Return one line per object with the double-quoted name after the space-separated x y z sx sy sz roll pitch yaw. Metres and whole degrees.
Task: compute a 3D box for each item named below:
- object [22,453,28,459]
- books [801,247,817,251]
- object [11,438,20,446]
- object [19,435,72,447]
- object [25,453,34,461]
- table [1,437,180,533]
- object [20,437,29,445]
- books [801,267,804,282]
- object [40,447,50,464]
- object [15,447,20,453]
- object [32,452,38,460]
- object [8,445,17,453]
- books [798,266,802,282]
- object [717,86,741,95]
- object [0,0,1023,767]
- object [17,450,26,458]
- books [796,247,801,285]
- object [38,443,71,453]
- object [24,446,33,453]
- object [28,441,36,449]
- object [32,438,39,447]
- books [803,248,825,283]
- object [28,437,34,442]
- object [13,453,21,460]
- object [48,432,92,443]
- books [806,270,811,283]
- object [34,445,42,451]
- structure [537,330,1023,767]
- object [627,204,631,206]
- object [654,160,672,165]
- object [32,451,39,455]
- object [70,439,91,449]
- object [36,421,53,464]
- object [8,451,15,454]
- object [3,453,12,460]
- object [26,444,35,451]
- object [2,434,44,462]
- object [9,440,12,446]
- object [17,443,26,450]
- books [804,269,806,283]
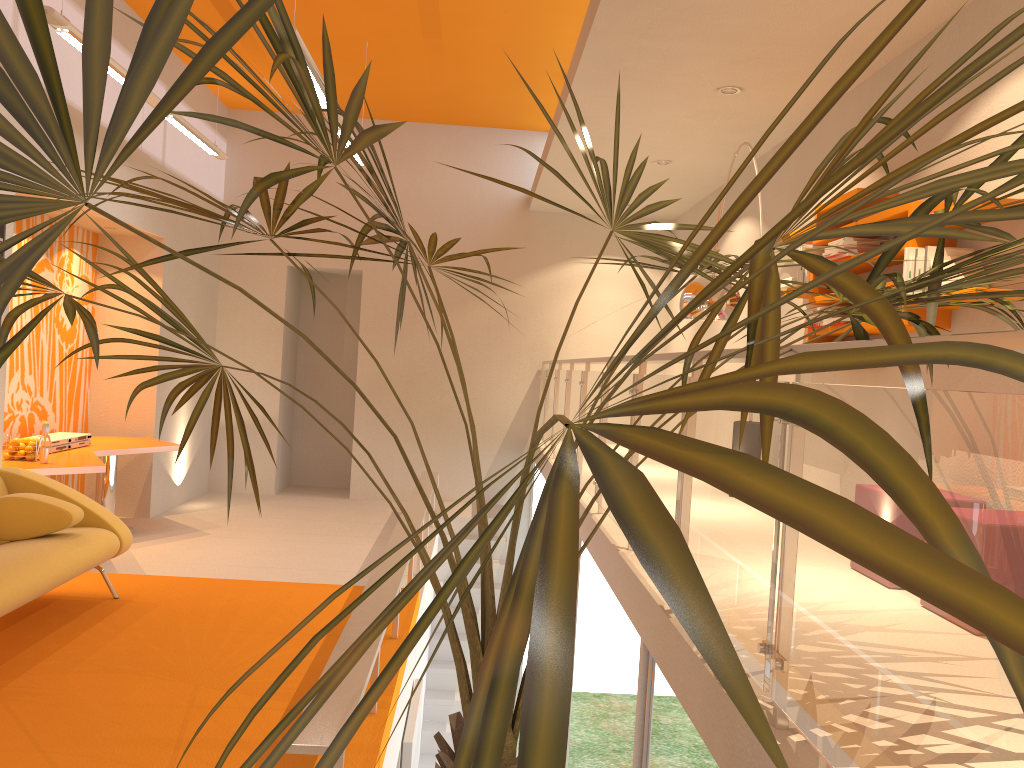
-3.372 0.489 6.137 0.052 0.060 0.057 4 1 38 "object"
1.856 -0.706 5.365 0.230 0.227 0.017 3 1 -2 "books"
-3.390 0.397 6.055 0.059 0.060 0.050 4 1 32 "object"
-3.522 0.433 6.694 0.262 0.049 0.349 3 1 -2 "object"
-3.304 0.500 6.075 0.053 0.053 0.061 3 1 -12 "object"
-3.335 0.895 6.888 0.969 0.760 2.573 3 1 -2 "table"
-3.366 0.396 6.127 0.063 0.053 0.051 4 1 34 "object"
1.856 -0.676 5.315 0.230 0.169 0.027 3 1 -2 "books"
-3.175 0.487 6.018 0.060 0.106 0.060 4 1 30 "object"
-3.412 0.455 6.121 0.062 0.053 0.051 4 1 41 "object"
-3.313 0.499 6.135 0.061 0.053 0.053 3 1 -15 "object"
-3.413 0.445 6.058 0.053 0.054 0.061 3 1 -11 "object"
1.847 -0.678 5.343 0.230 0.169 0.027 3 1 -2 "books"
1.345 -1.834 5.487 0.143 0.059 0.143 3 1 -31 "object"
-0.060 0.269 1.779 3.098 2.600 3.241 4 1 6 "object"
-3.351 0.477 6.058 0.052 0.053 0.062 3 1 -20 "object"
1.849 -0.707 5.383 0.230 0.227 0.017 3 1 -2 "books"
-3.525 0.481 6.695 0.262 0.049 0.349 3 1 -2 "object"
-3.304 0.449 6.065 0.053 0.055 0.060 3 1 -14 "object"
-3.304 0.420 6.106 0.053 0.051 0.063 3 1 -12 "object"
-3.306 0.406 6.159 0.057 0.060 0.052 4 1 21 "object"
1.846 -0.697 5.291 0.207 0.210 0.021 3 1 -2 "books"
-3.351 0.399 6.185 0.063 0.051 0.053 3 1 -10 "object"
-3.389 0.498 6.080 0.050 0.055 0.061 3 1 -12 "object"
-3.537 0.425 7.048 0.262 0.049 0.349 3 1 -2 "object"
1.861 -0.675 5.261 0.230 0.169 0.023 3 1 -2 "books"
-3.312 0.445 6.188 0.063 0.051 0.053 4 1 1 "object"
0.617 0.308 4.578 0.195 0.900 11.050 3 1 -2 "structure"
1.187 -1.916 9.385 0.143 0.059 0.143 3 1 -31 "object"
1.266 -1.875 7.435 0.143 0.059 0.143 3 1 -31 "object"
-3.335 0.490 6.188 0.052 0.057 0.060 4 1 34 "object"
-3.546 0.473 7.049 0.250 0.049 0.349 3 1 -2 "object"
-3.177 0.395 6.029 0.101 0.288 0.088 3 1 -32 "object"
-3.442 0.457 6.111 0.051 0.055 0.061 4 1 12 "object"
-3.441 0.494 6.053 0.053 0.052 0.062 3 1 -18 "object"
-3.336 0.442 6.136 0.051 0.053 0.064 4 1 35 "object"
-3.374 0.438 6.119 0.207 0.174 0.189 3 1 -2 "object"
-3.433 0.407 6.107 0.051 0.053 0.063 2 1 -44 "object"
-3.367 0.428 6.085 0.061 0.051 0.055 4 1 27 "object"
1.846 -0.670 5.275 0.207 0.156 0.009 3 1 -2 "books"
